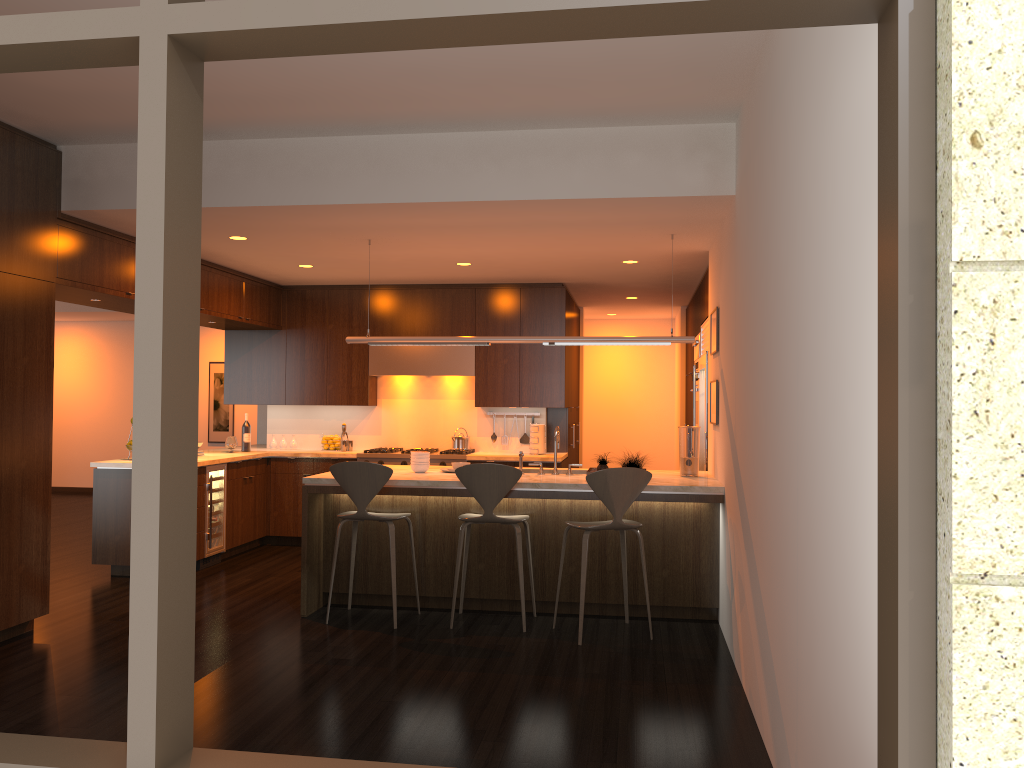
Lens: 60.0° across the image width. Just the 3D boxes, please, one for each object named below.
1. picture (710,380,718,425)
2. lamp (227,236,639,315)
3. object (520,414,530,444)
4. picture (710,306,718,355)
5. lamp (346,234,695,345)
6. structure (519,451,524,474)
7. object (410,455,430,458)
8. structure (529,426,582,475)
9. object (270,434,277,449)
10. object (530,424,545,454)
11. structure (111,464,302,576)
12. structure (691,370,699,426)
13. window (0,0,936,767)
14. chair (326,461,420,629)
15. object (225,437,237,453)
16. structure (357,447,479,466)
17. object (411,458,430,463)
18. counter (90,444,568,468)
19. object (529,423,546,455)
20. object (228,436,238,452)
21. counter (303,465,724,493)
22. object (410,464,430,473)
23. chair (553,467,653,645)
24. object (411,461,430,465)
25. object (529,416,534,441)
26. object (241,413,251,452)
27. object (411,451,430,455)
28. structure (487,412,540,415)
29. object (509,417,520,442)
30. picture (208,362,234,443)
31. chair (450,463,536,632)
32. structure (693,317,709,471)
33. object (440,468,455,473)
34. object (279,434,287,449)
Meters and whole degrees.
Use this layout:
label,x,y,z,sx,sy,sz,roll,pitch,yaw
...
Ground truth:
label,x,y,z,sx,sy,sz,roll,pitch,yaw
picture,1.387,0.127,6.100,0.012,0.300,0.496,0,-1,8
lamp,-6.869,-1.112,9.973,16.431,0.171,5.868,0,-1,8
object,0.135,0.451,8.916,0.112,0.303,0.036,0,-1,8
picture,1.392,-0.359,6.112,0.012,0.298,0.493,0,-1,8
lamp,0.035,-0.657,6.272,2.465,0.765,0.120,0,-1,8
structure,0.063,0.557,6.283,0.050,0.161,0.067,0,-1,8
object,-0.655,0.535,6.328,0.140,0.064,0.139,1,-1,-18
structure,0.334,0.470,6.281,0.321,0.341,0.310,2,-2,-44
object,-2.474,0.597,9.201,0.079,0.154,0.079,1,-1,-9
object,0.249,0.538,8.661,0.144,0.286,0.149,1,-1,-10
structure,-1.335,1.153,8.436,3.400,0.862,3.060,0,-1,8
structure,2.059,0.509,8.403,0.687,1.294,0.743,0,-1,8
window,-0.363,-0.227,1.863,2.310,2.201,0.152,0,-1,9
chair,-0.915,1.011,5.768,0.520,1.047,0.506,0,-1,13
object,-2.683,0.582,8.473,0.112,0.151,0.112,0,-1,26
structure,-0.904,0.667,8.792,1.067,0.422,0.824,0,-1,8
object,-0.654,0.557,6.327,0.140,0.062,0.139,0,-1,8
counter,-1.346,0.687,8.383,3.616,0.038,3.187,0,-1,8
object,0.243,0.536,8.669,0.168,0.304,0.160,1,-1,-38
object,-2.725,0.585,8.621,0.112,0.151,0.112,0,-1,26
counter,0.054,0.657,6.276,2.711,0.038,1.280,0,-1,8
object,-0.655,0.603,6.327,0.140,0.059,0.139,1,-1,-1
chair,0.580,1.017,5.442,0.520,1.047,0.506,1,-1,-17
object,-0.655,0.579,6.327,0.140,0.068,0.139,1,-1,-9
object,0.209,0.466,8.888,0.063,0.281,0.063,1,-1,-15
object,-2.599,0.474,8.675,0.094,0.378,0.095,0,-1,33
object,-0.655,0.513,6.329,0.140,0.062,0.139,0,-1,17
structure,0.012,0.300,8.927,0.541,0.031,0.048,0,-1,11
object,0.024,0.442,8.915,0.114,0.271,0.008,0,-1,8
picture,-4.301,0.272,13.123,0.398,1.200,0.012,0,-1,8
chair,-0.125,1.016,5.698,0.520,1.047,0.506,0,-1,8
structure,1.914,0.530,7.554,0.687,2.129,0.915,0,-1,8
object,-0.370,0.627,6.428,0.310,0.021,0.309,0,-1,8
object,-2.367,0.598,9.184,0.079,0.154,0.079,1,-1,-9
